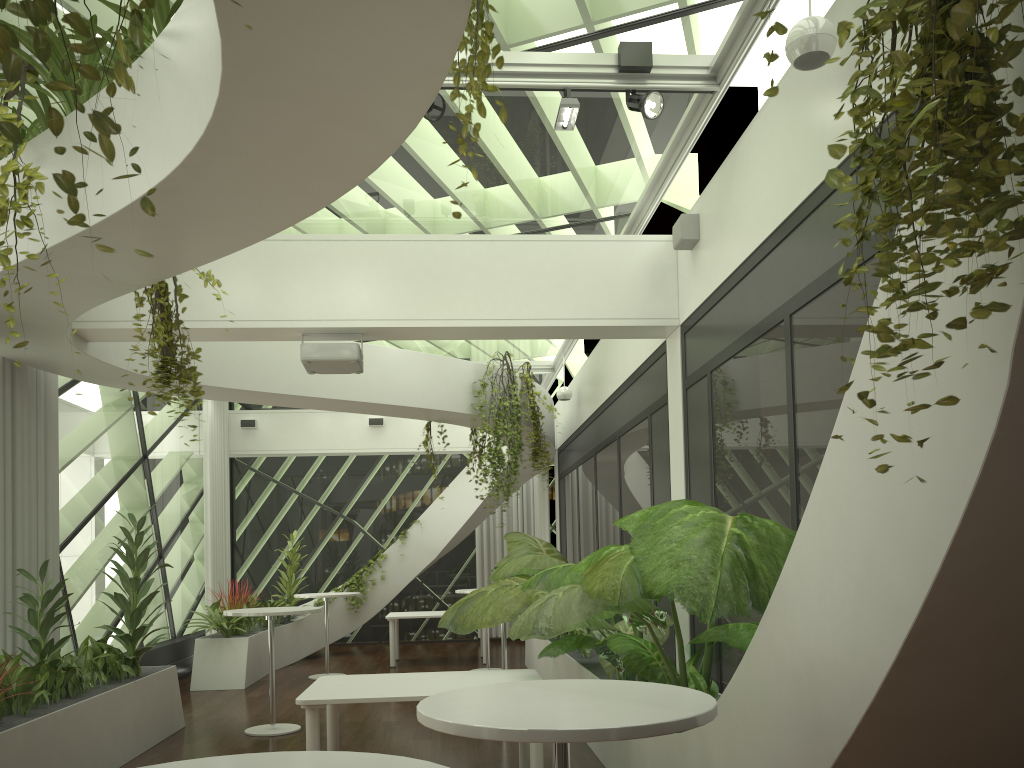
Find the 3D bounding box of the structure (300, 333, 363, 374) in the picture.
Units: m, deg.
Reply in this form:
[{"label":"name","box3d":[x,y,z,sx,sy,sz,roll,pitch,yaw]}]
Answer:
[{"label":"structure","box3d":[-1.372,-0.238,6.696,0.462,0.273,0.394,-1,-8,-4]}]

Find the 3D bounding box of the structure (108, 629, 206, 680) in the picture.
[{"label":"structure","box3d":[-4.281,2.964,8.055,0.259,0.497,15.391,-1,-11,-4]}]

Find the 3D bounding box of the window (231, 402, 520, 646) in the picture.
[{"label":"window","box3d":[-2.191,2.424,15.930,5.736,4.610,0.038,-1,-2,-4]}]

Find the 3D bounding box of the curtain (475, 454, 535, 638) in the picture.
[{"label":"curtain","box3d":[-0.050,2.528,15.846,1.230,4.058,0.161,-1,-2,-5]}]

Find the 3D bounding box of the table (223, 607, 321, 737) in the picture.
[{"label":"table","box3d":[-2.154,2.588,7.916,0.860,1.087,0.863,-5,-6,31]}]

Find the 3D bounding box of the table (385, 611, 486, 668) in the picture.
[{"label":"table","box3d":[-1.068,3.736,12.891,1.500,0.712,1.085,-1,-8,-4]}]

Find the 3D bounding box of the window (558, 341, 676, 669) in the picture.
[{"label":"window","box3d":[1.063,1.964,10.593,0.050,3.202,7.303,-1,-10,-4]}]

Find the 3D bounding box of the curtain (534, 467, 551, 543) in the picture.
[{"label":"curtain","box3d":[0.530,2.363,15.085,0.160,4.057,1.007,-1,-2,-6]}]

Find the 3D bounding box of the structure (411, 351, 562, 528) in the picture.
[{"label":"structure","box3d":[-0.324,0.683,10.356,1.640,2.056,1.450,3,-7,-39]}]

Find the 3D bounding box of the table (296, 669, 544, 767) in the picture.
[{"label":"table","box3d":[-0.540,2.281,5.620,1.500,0.712,1.085,-1,-8,-4]}]

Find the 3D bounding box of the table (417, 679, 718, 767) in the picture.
[{"label":"table","box3d":[0.168,1.460,2.518,0.856,1.087,0.867,1,-6,-19]}]

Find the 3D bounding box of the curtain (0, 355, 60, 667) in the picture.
[{"label":"curtain","box3d":[-4.023,0.911,7.206,0.160,4.057,1.053,-1,-3,-6]}]

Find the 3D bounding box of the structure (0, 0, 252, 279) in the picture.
[{"label":"structure","box3d":[-1.646,-1.017,0.729,3.221,1.842,1.241,6,-8,-38]}]

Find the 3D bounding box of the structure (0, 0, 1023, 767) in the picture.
[{"label":"structure","box3d":[-1.342,0.469,2.949,5.918,4.171,24.764,-2,-11,1]}]

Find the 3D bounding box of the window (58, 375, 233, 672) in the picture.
[{"label":"window","box3d":[-4.438,0.787,7.420,0.084,4.580,17.036,-1,-11,-4]}]

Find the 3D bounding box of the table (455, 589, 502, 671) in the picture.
[{"label":"table","box3d":[-0.312,3.282,11.640,0.860,1.087,0.863,-5,-6,31]}]

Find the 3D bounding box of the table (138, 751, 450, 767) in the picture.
[{"label":"table","box3d":[-0.465,1.272,1.492,0.856,1.087,0.867,1,-6,-19]}]

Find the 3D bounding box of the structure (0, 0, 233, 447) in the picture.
[{"label":"structure","box3d":[-2.262,-0.452,4.754,1.450,2.292,4.681,3,-10,-41]}]

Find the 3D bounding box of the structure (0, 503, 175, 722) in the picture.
[{"label":"structure","box3d":[-3.166,1.541,6.036,0.854,1.579,3.382,-1,-10,-5]}]

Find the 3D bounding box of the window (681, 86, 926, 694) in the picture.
[{"label":"window","box3d":[1.608,0.463,3.095,0.050,3.202,7.212,-1,-10,-4]}]

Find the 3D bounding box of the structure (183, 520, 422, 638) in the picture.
[{"label":"structure","box3d":[-3.354,2.791,12.817,2.043,1.652,4.823,-5,-11,27]}]

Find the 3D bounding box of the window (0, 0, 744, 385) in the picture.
[{"label":"window","box3d":[-1.670,-1.517,7.713,5.686,0.054,17.003,-1,-11,-4]}]

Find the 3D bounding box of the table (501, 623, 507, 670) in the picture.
[{"label":"table","box3d":[-0.053,2.568,8.070,0.860,1.087,0.863,-5,-6,31]}]

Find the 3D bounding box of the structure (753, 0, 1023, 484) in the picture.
[{"label":"structure","box3d":[0.760,-0.909,1.383,0.615,2.100,1.075,-2,-4,8]}]

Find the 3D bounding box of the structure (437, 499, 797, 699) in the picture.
[{"label":"structure","box3d":[0.256,2.052,7.527,1.782,1.694,9.051,-1,-11,-5]}]

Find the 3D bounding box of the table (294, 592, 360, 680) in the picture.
[{"label":"table","box3d":[-2.414,3.303,11.486,0.860,1.087,0.863,-5,-6,31]}]
